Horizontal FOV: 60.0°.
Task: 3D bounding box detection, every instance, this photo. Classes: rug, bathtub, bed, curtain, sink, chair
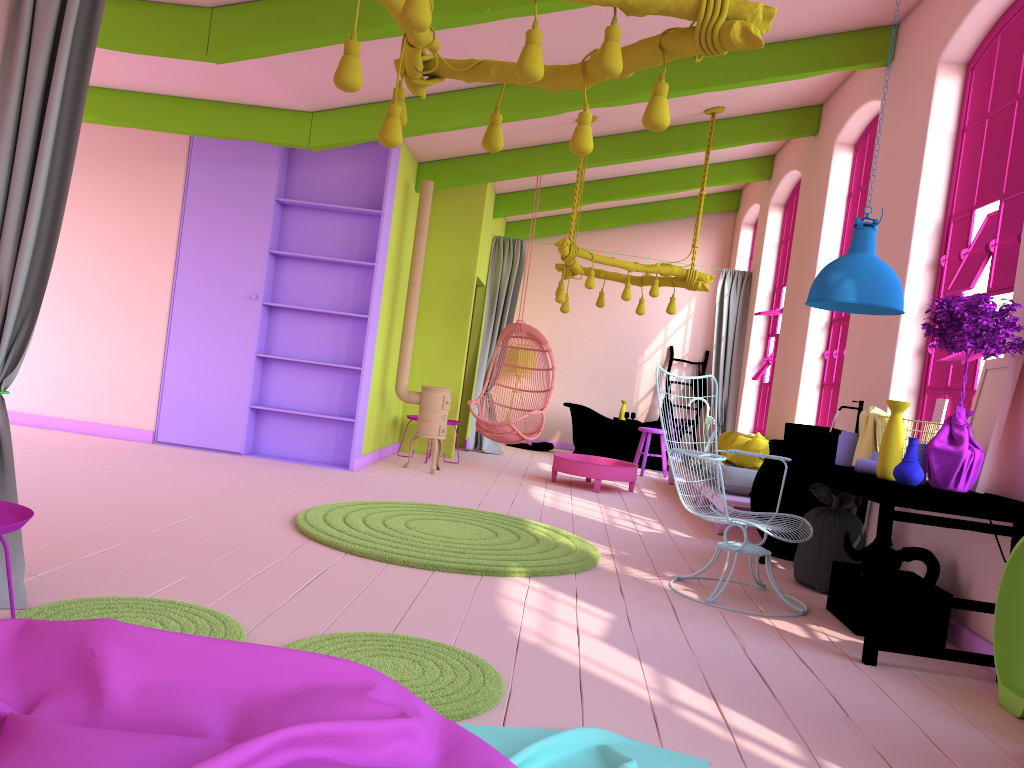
[{"bbox_3d":[-1.353,0.871,3.111,0.792,0.021,0.793,8,1,31],"label":"rug"},{"bbox_3d":[1.602,0.743,12.304,1.889,0.740,0.826,8,1,3],"label":"bathtub"},{"bbox_3d":[-0.850,0.733,1.063,2.802,0.514,3.575,8,1,3],"label":"bed"},{"bbox_3d":[-1.892,-0.599,3.328,0.518,2.786,0.524,7,2,-16],"label":"curtain"},{"bbox_3d":[1.957,0.370,5.677,0.340,0.194,0.609,8,1,3],"label":"sink"},{"bbox_3d":[0.115,-0.905,9.547,0.859,3.130,0.806,8,2,23],"label":"chair"},{"bbox_3d":[-0.427,0.995,3.057,0.793,0.021,0.792,7,1,-14],"label":"rug"},{"bbox_3d":[-0.392,0.945,5.601,1.889,0.050,1.888,7,1,-9],"label":"rug"},{"bbox_3d":[1.727,0.855,11.191,0.473,0.593,0.446,7,2,-28],"label":"chair"},{"bbox_3d":[2.689,-0.082,11.165,0.518,2.786,0.525,8,2,22],"label":"curtain"},{"bbox_3d":[-0.211,-0.527,11.340,0.518,2.786,0.524,7,2,-16],"label":"curtain"},{"bbox_3d":[1.289,0.581,5.035,0.924,1.239,1.079,9,2,38],"label":"chair"}]

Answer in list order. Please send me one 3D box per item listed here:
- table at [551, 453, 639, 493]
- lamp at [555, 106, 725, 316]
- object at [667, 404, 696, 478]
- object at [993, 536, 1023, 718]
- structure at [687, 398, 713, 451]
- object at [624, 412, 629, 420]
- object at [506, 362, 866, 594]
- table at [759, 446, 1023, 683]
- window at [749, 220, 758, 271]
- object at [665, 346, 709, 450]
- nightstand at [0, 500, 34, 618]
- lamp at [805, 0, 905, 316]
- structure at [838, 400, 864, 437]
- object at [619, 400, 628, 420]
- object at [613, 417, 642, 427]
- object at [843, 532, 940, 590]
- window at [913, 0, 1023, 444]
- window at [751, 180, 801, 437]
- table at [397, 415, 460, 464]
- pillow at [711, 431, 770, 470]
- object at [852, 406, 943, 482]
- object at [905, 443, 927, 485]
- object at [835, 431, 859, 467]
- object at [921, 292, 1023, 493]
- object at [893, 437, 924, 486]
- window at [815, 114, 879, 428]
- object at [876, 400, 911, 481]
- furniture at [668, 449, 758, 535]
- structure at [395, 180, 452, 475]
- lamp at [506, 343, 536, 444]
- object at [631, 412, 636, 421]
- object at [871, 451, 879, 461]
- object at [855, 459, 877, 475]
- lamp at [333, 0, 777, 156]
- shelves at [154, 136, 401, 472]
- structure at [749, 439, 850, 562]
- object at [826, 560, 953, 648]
[{"bbox_3d":[0.850,0.926,9.188,0.885,0.285,0.886,8,1,29],"label":"table"},{"bbox_3d":[1.063,-1.795,9.081,1.611,2.265,1.774,7,1,-15],"label":"lamp"},{"bbox_3d":[2.170,0.706,11.504,0.277,0.988,0.451,6,2,-42],"label":"object"},{"bbox_3d":[2.155,0.974,3.557,0.218,0.734,0.451,8,1,3],"label":"object"},{"bbox_3d":[2.610,0.724,12.223,0.254,1.062,0.451,6,2,-43],"label":"structure"},{"bbox_3d":[1.561,0.467,12.106,0.069,0.170,0.069,8,2,23],"label":"object"},{"bbox_3d":[1.170,0.316,9.334,2.826,1.580,7.863,8,1,4],"label":"object"},{"bbox_3d":[2.022,0.885,5.034,0.655,0.821,2.192,8,1,3],"label":"table"},{"bbox_3d":[3.241,-0.899,12.021,0.072,3.048,1.274,8,2,3],"label":"window"},{"bbox_3d":[2.496,0.344,12.976,0.603,1.765,0.410,8,2,3],"label":"object"},{"bbox_3d":[-1.798,0.600,2.664,0.595,0.459,0.596,9,2,41],"label":"nightstand"},{"bbox_3d":[2.052,-1.414,4.953,0.528,2.002,0.529,9,2,35],"label":"lamp"},{"bbox_3d":[2.156,0.297,5.689,0.166,0.397,0.087,8,2,13],"label":"structure"},{"bbox_3d":[1.535,0.387,12.271,0.097,0.321,0.097,8,2,15],"label":"object"},{"bbox_3d":[1.597,0.529,12.301,0.360,0.068,1.323,8,1,3],"label":"object"},{"bbox_3d":[2.043,1.070,4.860,0.300,0.448,0.671,7,1,-21],"label":"object"},{"bbox_3d":[2.835,-0.826,5.212,0.492,3.004,1.497,8,2,3],"label":"window"},{"bbox_3d":[3.126,-0.871,10.116,0.551,3.010,1.513,8,2,3],"label":"window"},{"bbox_3d":[-0.883,0.599,9.640,0.595,0.459,0.596,9,2,41],"label":"table"},{"bbox_3d":[2.345,0.651,8.887,0.578,0.399,1.997,8,1,3],"label":"pillow"},{"bbox_3d":[2.171,0.328,4.988,0.444,0.369,0.633,8,1,3],"label":"object"},{"bbox_3d":[1.984,0.388,4.356,0.109,0.197,0.109,9,2,41],"label":"object"},{"bbox_3d":[1.958,0.379,5.180,0.109,0.197,0.109,7,2,-4],"label":"object"},{"bbox_3d":[2.141,0.032,4.214,0.441,0.951,0.502,6,2,-37],"label":"object"},{"bbox_3d":[1.839,0.357,4.095,0.132,0.219,0.132,8,2,20],"label":"object"},{"bbox_3d":[2.979,-0.858,7.667,0.072,3.048,1.274,8,2,3],"label":"window"},{"bbox_3d":[1.843,0.272,4.292,0.116,0.383,0.116,7,2,-23],"label":"object"},{"bbox_3d":[2.126,0.991,8.825,0.907,0.507,3.775,8,1,3],"label":"furniture"},{"bbox_3d":[-0.756,-0.554,8.767,0.577,2.815,0.403,8,2,20],"label":"structure"},{"bbox_3d":[0.043,0.139,13.014,0.491,1.467,0.477,9,2,33],"label":"lamp"},{"bbox_3d":[1.670,0.479,12.263,0.069,0.170,0.069,8,2,23],"label":"object"},{"bbox_3d":[1.975,0.427,4.801,0.065,0.118,0.065,6,2,-38],"label":"object"},{"bbox_3d":[1.908,0.444,4.739,0.137,0.076,0.076,8,1,23],"label":"object"},{"bbox_3d":[0.021,-2.036,3.587,1.611,2.265,1.774,7,1,-15],"label":"lamp"},{"bbox_3d":[-2.141,-0.860,8.103,1.841,3.105,0.384,8,2,3],"label":"shelves"},{"bbox_3d":[2.115,0.861,6.540,0.718,0.845,0.717,7,2,-29],"label":"structure"},{"bbox_3d":[1.990,1.160,4.719,0.446,0.277,0.521,8,1,3],"label":"object"}]
